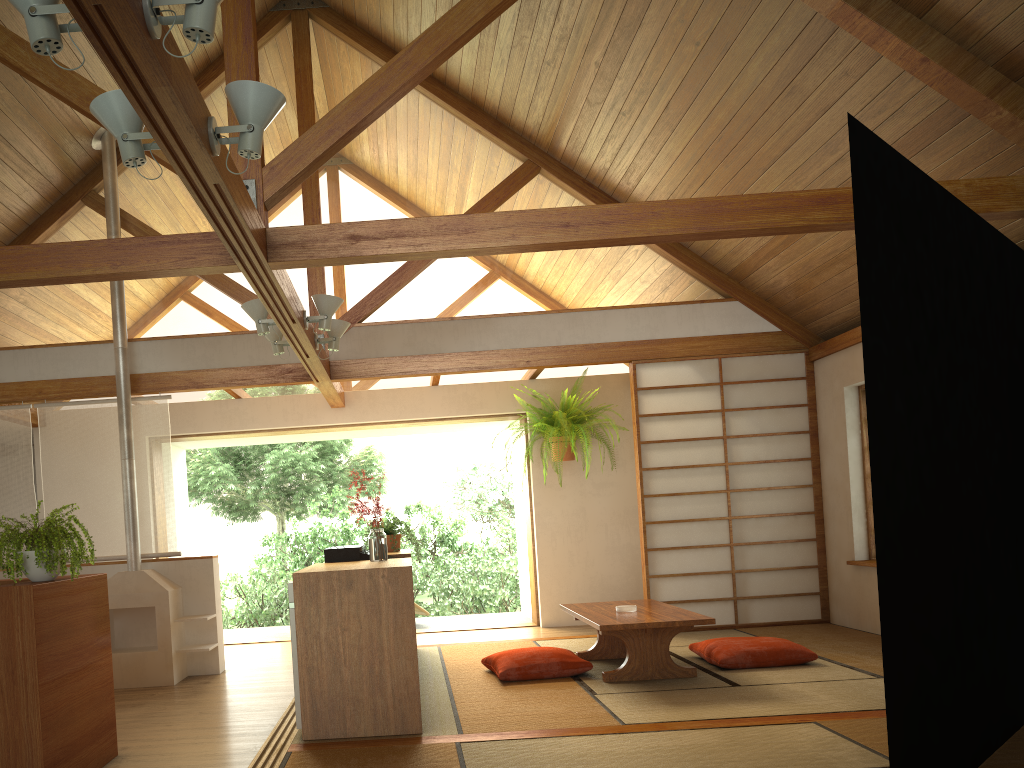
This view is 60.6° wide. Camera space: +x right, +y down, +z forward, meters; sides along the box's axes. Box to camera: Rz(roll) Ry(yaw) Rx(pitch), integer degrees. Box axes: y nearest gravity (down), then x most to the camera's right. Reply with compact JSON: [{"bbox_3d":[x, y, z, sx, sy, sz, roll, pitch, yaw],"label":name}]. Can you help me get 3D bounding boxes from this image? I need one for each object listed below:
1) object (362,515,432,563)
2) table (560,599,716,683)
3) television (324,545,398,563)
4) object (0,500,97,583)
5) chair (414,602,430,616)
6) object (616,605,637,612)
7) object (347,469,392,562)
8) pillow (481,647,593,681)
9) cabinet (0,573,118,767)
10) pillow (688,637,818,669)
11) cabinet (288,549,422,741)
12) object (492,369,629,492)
[{"bbox_3d":[-0.909,1.118,6.210,0.536,0.374,0.534,2,-8,-42],"label":"object"},{"bbox_3d":[0.695,1.501,5.146,0.598,0.334,1.223,-3,-8,-6],"label":"table"},{"bbox_3d":[-0.832,1.223,5.176,0.489,0.536,0.650,-3,-5,-4],"label":"television"},{"bbox_3d":[-2.002,0.677,3.724,0.477,0.349,0.474,-6,-6,22],"label":"object"},{"bbox_3d":[-1.492,2.143,8.779,1.170,0.624,0.854,0,-7,-27],"label":"chair"},{"bbox_3d":[0.670,1.315,5.126,0.112,0.030,0.127,1,-9,-29],"label":"object"},{"bbox_3d":[-0.756,0.683,4.585,0.240,0.498,0.224,-4,-2,3],"label":"object"},{"bbox_3d":[0.137,1.639,5.180,0.547,0.147,0.578,-2,-8,-9],"label":"pillow"},{"bbox_3d":[-3.267,1.375,3.834,2.786,0.877,0.845,-4,-4,1],"label":"cabinet"},{"bbox_3d":[1.390,1.563,5.141,0.554,0.131,0.571,-3,-8,-4],"label":"pillow"},{"bbox_3d":[-0.852,1.399,5.176,0.552,0.732,2.695,-3,-8,-7],"label":"cabinet"},{"bbox_3d":[0.491,0.432,7.763,1.253,1.123,1.084,-3,-4,-9],"label":"object"}]
